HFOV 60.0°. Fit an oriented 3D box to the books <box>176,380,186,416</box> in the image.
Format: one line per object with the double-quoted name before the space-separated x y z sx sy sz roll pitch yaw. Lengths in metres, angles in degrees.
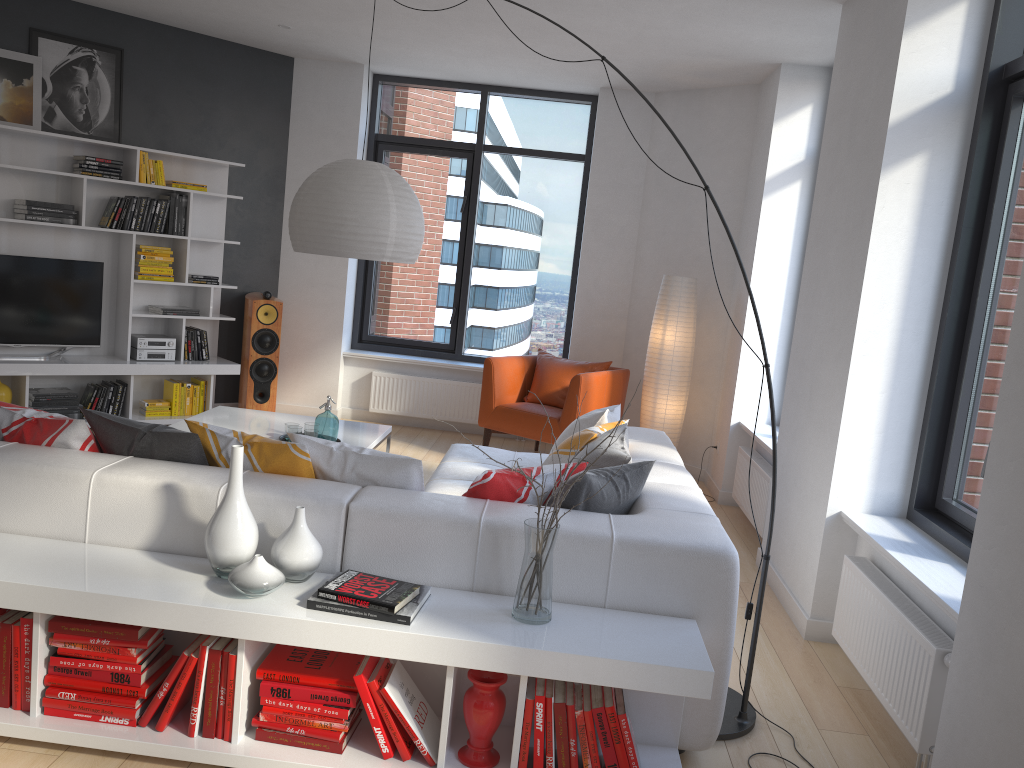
"books" -2.592 0.106 6.924 0.019 0.251 0.180 -1 10 -42

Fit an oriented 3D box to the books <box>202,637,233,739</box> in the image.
"books" -0.850 0.871 2.632 0.038 0.270 0.215 7 8 3

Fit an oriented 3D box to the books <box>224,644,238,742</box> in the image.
"books" -0.794 0.881 2.605 0.028 0.269 0.181 6 8 2

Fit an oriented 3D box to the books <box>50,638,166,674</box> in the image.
"books" -1.201 0.798 2.650 0.261 0.027 0.191 6 8 -1

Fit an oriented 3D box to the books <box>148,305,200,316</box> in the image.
"books" -2.622 -0.570 6.876 0.250 0.047 0.310 13 11 43

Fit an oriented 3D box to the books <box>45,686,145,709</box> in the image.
"books" -1.208 0.897 2.642 0.266 0.026 0.187 6 8 2

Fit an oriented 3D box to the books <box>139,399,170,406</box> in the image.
"books" -2.743 0.144 6.804 0.186 0.026 0.138 -1 10 -42

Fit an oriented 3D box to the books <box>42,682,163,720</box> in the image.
"books" -1.209 0.924 2.642 0.282 0.030 0.188 7 8 4

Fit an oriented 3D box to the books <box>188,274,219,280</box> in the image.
"books" -2.430 -0.840 6.947 0.213 0.023 0.161 0 10 -38

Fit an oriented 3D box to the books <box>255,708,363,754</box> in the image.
"books" -0.600 1.014 2.645 0.259 0.034 0.206 7 8 6

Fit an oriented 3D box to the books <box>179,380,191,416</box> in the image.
"books" -2.571 0.106 6.940 0.035 0.250 0.185 -1 10 -42

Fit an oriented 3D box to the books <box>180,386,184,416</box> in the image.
"books" -2.597 0.122 6.898 0.024 0.229 0.156 -1 10 -42

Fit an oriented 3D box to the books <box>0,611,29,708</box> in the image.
"books" -1.466 0.804 2.672 0.034 0.259 0.207 7 8 3

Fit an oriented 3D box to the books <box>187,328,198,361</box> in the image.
"books" -2.520 -0.313 6.975 0.050 0.242 0.169 -1 10 -42

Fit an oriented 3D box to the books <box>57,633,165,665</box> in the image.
"books" -1.190 0.775 2.641 0.236 0.023 0.178 7 8 3

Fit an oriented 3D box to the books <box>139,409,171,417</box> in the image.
"books" -2.741 0.218 6.806 0.190 0.033 0.147 -1 10 -42

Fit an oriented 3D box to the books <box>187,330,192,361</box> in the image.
"books" -2.564 -0.312 6.955 0.053 0.240 0.189 -1 10 -42

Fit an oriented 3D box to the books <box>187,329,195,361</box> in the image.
"books" -2.542 -0.311 6.967 0.049 0.236 0.170 -1 10 -41

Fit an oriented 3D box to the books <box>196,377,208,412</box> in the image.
"books" -2.480 0.093 7.042 0.025 0.270 0.213 -1 10 -42

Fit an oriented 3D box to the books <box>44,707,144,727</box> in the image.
"books" -1.214 0.950 2.663 0.274 0.029 0.200 6 8 3

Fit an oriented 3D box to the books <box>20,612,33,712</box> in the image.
"books" -1.392 0.797 2.661 0.049 0.291 0.214 6 8 3

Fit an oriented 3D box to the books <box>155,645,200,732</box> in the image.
"books" -0.953 0.872 2.622 0.115 0.245 0.192 7 8 3

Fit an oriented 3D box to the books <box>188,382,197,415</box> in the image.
"books" -2.531 0.114 6.976 0.024 0.234 0.172 -1 10 -42

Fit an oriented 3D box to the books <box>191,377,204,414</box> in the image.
"books" -2.494 0.095 7.017 0.029 0.270 0.204 -1 10 -42

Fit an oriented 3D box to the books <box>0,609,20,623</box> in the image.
"books" -1.499 0.801 2.673 0.031 0.255 0.181 7 8 3

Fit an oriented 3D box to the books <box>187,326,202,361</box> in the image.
"books" -2.505 -0.321 7.002 0.066 0.255 0.193 -1 10 -42

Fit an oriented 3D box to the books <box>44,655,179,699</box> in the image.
"books" -1.199 0.865 2.673 0.301 0.032 0.227 7 8 3

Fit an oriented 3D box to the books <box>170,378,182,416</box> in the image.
"books" -2.623 0.102 6.899 0.015 0.263 0.199 -1 10 -42

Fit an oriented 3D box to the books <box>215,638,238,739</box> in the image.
"books" -0.821 0.878 2.622 0.028 0.266 0.188 7 8 3

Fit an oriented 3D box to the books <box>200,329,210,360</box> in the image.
"books" -2.475 -0.316 7.063 0.077 0.233 0.179 -1 10 -42

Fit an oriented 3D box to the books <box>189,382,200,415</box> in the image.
"books" -2.514 0.113 6.996 0.024 0.234 0.172 -1 10 -42

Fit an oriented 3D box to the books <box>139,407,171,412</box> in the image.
"books" -2.740 0.194 6.806 0.196 0.011 0.148 -1 10 -42

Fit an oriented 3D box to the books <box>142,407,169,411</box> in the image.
"books" -2.730 0.184 6.787 0.169 0.018 0.113 -1 10 -41

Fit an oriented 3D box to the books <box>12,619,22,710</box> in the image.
"books" -1.428 0.809 2.660 0.042 0.259 0.195 7 8 3

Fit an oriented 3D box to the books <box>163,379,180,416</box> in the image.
"books" -2.645 0.105 6.877 0.044 0.255 0.198 -1 10 -42

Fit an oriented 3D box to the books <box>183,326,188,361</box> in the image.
"books" -2.589 -0.328 6.935 0.053 0.268 0.202 -1 10 -42

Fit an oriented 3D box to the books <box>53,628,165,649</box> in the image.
"books" -1.184 0.727 2.636 0.266 0.026 0.187 6 8 -3

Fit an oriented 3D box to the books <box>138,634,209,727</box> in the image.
"books" -0.993 0.866 2.631 0.144 0.247 0.188 7 8 3

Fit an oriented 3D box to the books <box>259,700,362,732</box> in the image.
"books" -0.593 0.960 2.636 0.257 0.025 0.182 7 8 3

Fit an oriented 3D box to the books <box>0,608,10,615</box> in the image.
"books" -1.532 0.781 2.669 0.036 0.294 0.208 7 8 3

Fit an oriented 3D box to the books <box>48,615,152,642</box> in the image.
"books" -1.198 0.695 2.641 0.259 0.034 0.206 6 8 0

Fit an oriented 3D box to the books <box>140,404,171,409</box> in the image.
"books" -2.734 0.166 6.800 0.187 0.014 0.134 -1 10 -42

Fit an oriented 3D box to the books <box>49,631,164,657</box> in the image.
"books" -1.205 0.749 2.647 0.257 0.025 0.182 7 8 3

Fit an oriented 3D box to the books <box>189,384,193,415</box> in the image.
"books" -2.551 0.111 6.962 0.023 0.239 0.169 -1 10 -42

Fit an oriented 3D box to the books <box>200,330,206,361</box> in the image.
"books" -2.478 -0.314 7.017 0.066 0.242 0.177 -1 10 -42

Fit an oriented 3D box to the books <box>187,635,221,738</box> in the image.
"books" -0.889 0.864 2.617 0.046 0.282 0.199 6 8 3

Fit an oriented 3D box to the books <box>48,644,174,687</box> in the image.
"books" -1.201 0.829 2.670 0.279 0.039 0.206 7 8 4

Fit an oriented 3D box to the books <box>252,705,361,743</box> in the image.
"books" -0.607 0.985 2.633 0.266 0.026 0.187 7 8 8
